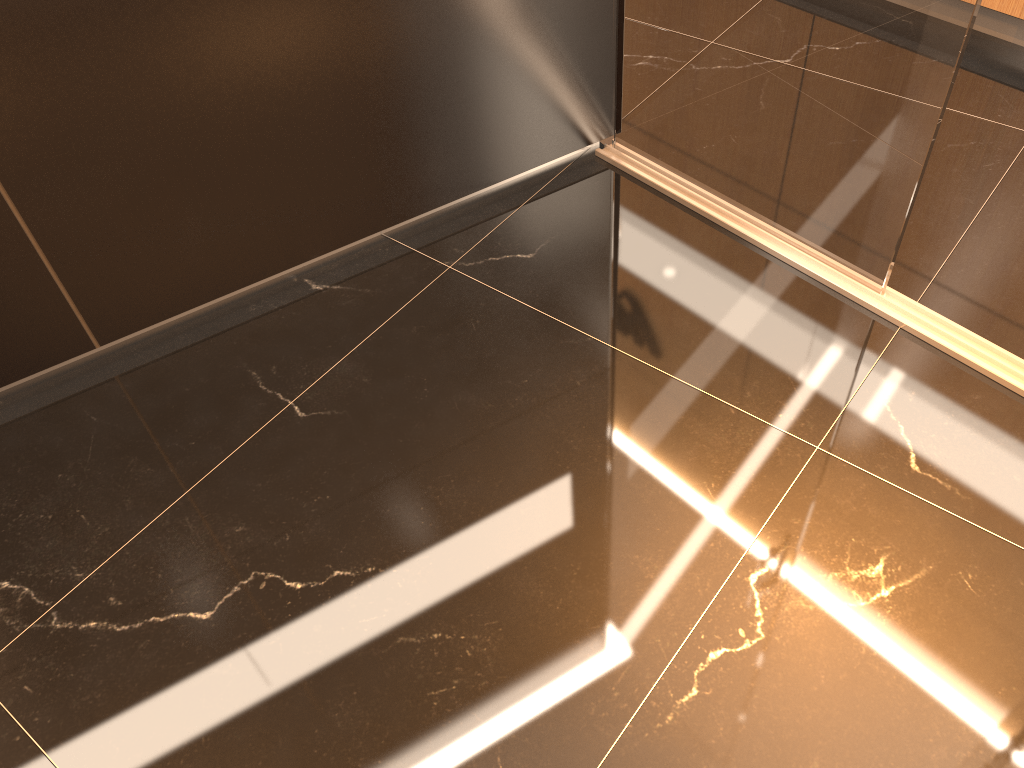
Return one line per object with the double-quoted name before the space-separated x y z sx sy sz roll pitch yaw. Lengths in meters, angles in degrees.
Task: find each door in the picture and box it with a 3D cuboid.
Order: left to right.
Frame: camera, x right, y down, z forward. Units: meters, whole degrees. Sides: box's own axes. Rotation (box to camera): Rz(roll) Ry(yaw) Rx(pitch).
"door" 1.023 -1.105 0.671 0.098 3.285 2.473 -35 55 -23
